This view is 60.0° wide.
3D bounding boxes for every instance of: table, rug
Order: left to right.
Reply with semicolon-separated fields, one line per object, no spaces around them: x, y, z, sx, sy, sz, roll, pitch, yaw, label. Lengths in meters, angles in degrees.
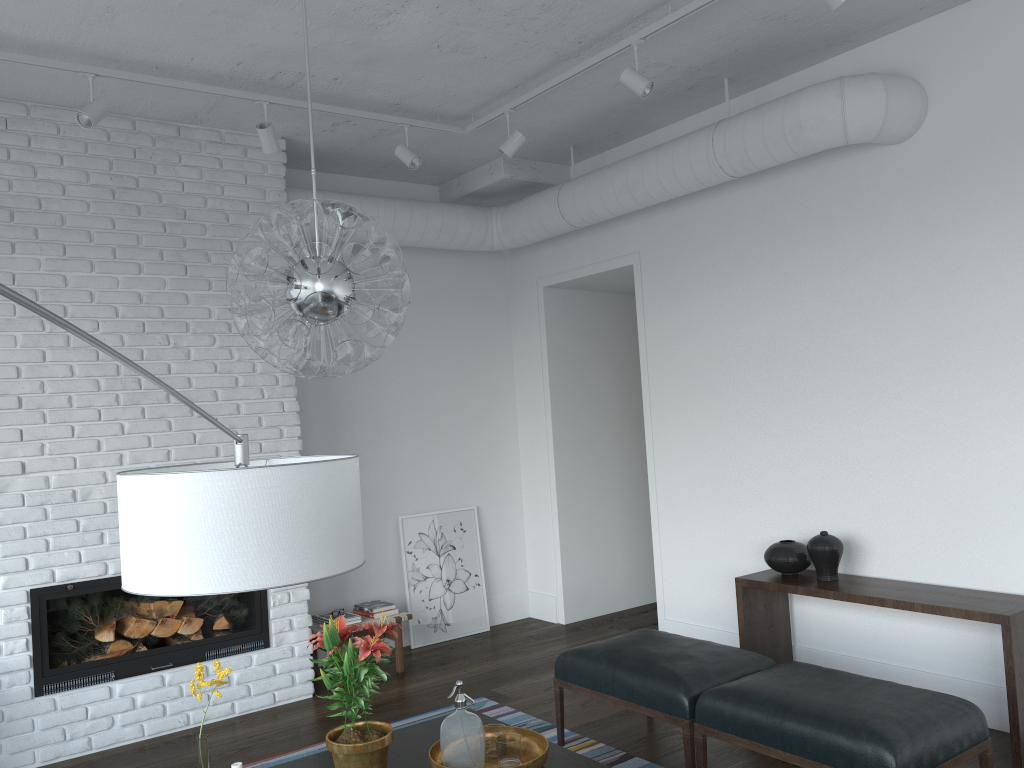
-0.959;1.616;5.461;0.605;0.345;0.405;-2;-3;-36;table
-0.279;1.426;2.494;1.306;0.394;1.362;-2;-3;-36;table
-0.171;1.623;2.512;2.735;0.012;3.760;-2;-3;-36;rug
1.716;1.252;4.110;0.375;0.617;1.362;-2;-3;-36;table

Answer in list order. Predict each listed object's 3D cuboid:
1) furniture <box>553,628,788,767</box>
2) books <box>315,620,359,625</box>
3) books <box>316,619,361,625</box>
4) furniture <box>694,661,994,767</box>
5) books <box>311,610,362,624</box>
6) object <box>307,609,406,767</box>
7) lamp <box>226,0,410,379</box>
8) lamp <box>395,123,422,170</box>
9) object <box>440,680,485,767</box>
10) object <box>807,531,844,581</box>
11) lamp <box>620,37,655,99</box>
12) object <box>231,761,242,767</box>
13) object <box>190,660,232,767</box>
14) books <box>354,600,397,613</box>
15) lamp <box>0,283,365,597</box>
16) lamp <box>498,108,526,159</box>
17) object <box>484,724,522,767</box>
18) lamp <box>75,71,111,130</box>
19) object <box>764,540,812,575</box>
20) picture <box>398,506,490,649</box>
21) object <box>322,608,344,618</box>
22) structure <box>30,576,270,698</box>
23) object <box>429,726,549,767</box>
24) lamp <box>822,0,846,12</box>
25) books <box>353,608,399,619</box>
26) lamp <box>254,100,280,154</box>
0.671;1.382;3.887;0.584;0.478;0.828;-2;-3;-36;furniture
-1.064;1.445;5.399;0.172;0.011;0.273;-2;-3;-37;books
-1.061;1.433;5.389;0.171;0.011;0.306;-2;-3;-37;books
1.171;1.326;3.200;0.583;0.476;0.827;-2;-3;-36;furniture
-1.069;1.420;5.397;0.202;0.019;0.280;-2;-3;-38;books
-0.471;0.969;2.696;0.275;0.558;0.284;-4;-2;16;object
-0.625;-0.791;2.761;0.552;1.546;0.552;-5;-3;41;lamp
-0.572;-1.304;4.833;0.154;0.285;0.093;-5;-2;32;lamp
-0.159;1.085;2.817;0.143;0.288;0.143;-5;-2;25;object
1.546;0.845;4.371;0.171;0.236;0.171;-2;-2;-31;object
0.551;-1.408;3.949;0.154;0.285;0.094;-5;-2;27;lamp
-0.792;1.178;2.564;0.098;0.174;0.098;-2;-3;-42;object
-0.846;1.031;2.513;0.121;0.470;0.120;-3;-2;-20;object
-0.861;1.399;5.576;0.173;0.025;0.238;-2;-3;-38;books
-0.436;0.709;0.772;0.432;1.738;2.162;-4;-2;-2;lamp
-0.003;-1.345;4.729;0.154;0.285;0.104;-4;-2;4;lamp
-0.034;1.177;2.879;0.085;0.089;0.195;-3;-2;-27;object
-1.849;-1.255;3.904;0.090;0.285;0.154;-5;-2;22;lamp
1.424;0.893;4.564;0.245;0.168;0.245;-2;-3;-45;object
-0.470;1.334;6.200;0.637;0.884;0.093;-2;-3;-36;picture
-1.089;1.393;5.395;0.093;0.038;0.134;-4;-2;21;object
-1.992;1.269;4.817;1.168;0.578;0.675;-2;-3;-36;structure
-0.072;1.192;2.828;0.383;0.068;0.383;-4;-2;6;object
1.128;-1.473;3.154;0.154;0.285;0.100;-3;-2;-13;lamp
-0.854;1.426;5.569;0.185;0.032;0.267;-2;-3;-38;books
-1.213;-1.279;4.369;0.097;0.285;0.154;-4;-2;4;lamp
